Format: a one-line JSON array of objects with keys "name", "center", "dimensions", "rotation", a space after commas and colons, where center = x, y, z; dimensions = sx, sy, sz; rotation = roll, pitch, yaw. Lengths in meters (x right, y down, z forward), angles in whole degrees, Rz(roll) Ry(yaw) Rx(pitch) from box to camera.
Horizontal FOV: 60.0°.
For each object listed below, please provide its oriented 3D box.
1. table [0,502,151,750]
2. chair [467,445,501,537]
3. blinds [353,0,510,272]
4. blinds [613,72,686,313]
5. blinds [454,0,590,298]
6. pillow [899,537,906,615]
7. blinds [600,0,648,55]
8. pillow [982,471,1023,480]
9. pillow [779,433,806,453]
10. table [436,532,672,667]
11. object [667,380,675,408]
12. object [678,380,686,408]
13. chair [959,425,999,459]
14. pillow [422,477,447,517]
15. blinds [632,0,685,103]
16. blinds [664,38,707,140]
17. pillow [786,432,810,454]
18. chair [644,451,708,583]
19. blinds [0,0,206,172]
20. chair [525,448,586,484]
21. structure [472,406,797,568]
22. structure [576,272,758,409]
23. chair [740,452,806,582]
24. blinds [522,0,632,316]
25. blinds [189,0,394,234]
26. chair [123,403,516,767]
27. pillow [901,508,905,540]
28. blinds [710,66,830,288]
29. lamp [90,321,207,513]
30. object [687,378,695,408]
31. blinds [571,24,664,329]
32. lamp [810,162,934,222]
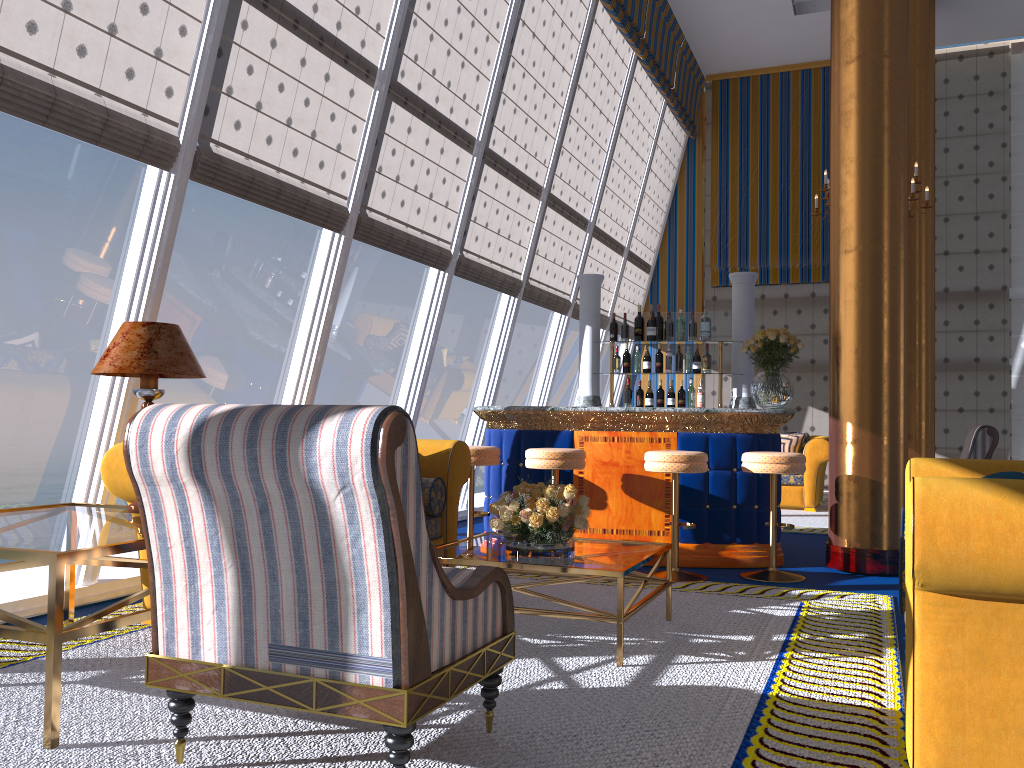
[{"name": "table", "center": [-1.652, 0.786, 3.273], "dimensions": [1.229, 0.549, 1.160], "rotation": [0, -3, 22]}, {"name": "chair", "center": [-0.281, 0.811, 6.033], "dimensions": [0.402, 0.781, 0.394], "rotation": [2, -2, -30]}, {"name": "blinds", "center": [-0.370, -2.625, 6.404], "dimensions": [0.868, 3.393, 1.375], "rotation": [0, -2, 22]}, {"name": "blinds", "center": [1.925, -2.349, 12.024], "dimensions": [0.868, 3.393, 1.375], "rotation": [0, -2, 22]}, {"name": "blinds", "center": [0.213, -2.555, 7.831], "dimensions": [0.868, 3.393, 1.375], "rotation": [0, -2, 22]}, {"name": "pillow", "center": [1.264, 0.542, 2.438], "dimensions": [0.369, 0.219, 0.217], "rotation": [0, -2, 26]}, {"name": "blinds", "center": [1.123, -4.021, 8.975], "dimensions": [0.336, 0.830, 1.536], "rotation": [0, -2, 22]}, {"name": "pillow", "center": [1.535, 0.469, 2.919], "dimensions": [0.393, 0.367, 0.457], "rotation": [2, -2, -18]}, {"name": "pillow", "center": [3.155, 0.791, 10.356], "dimensions": [0.518, 0.455, 0.330], "rotation": [0, -2, 21]}, {"name": "table", "center": [0.151, 0.937, 4.045], "dimensions": [0.967, 0.369, 0.913], "rotation": [0, -3, 22]}, {"name": "object", "center": [1.293, 0.088, 7.200], "dimensions": [0.068, 0.243, 0.068], "rotation": [1, -2, 3]}, {"name": "object", "center": [1.376, 0.092, 7.190], "dimensions": [0.065, 0.244, 0.065], "rotation": [1, -2, 3]}, {"name": "chair", "center": [4.128, 0.870, 8.398], "dimensions": [0.778, 0.966, 0.800], "rotation": [0, -2, 22]}, {"name": "pillow", "center": [-0.574, 0.623, 4.963], "dimensions": [0.370, 0.219, 0.216], "rotation": [0, -2, 21]}, {"name": "blinds", "center": [1.708, -3.951, 10.410], "dimensions": [0.336, 0.830, 1.536], "rotation": [0, -2, 22]}, {"name": "blinds", "center": [2.296, -3.880, 11.849], "dimensions": [0.336, 0.830, 1.536], "rotation": [0, -2, 22]}, {"name": "pillow", "center": [3.222, 0.858, 10.543], "dimensions": [0.608, 0.609, 0.342], "rotation": [0, -2, 27]}, {"name": "chair", "center": [1.017, 0.808, 5.522], "dimensions": [0.401, 0.781, 0.396], "rotation": [2, -2, -19]}, {"name": "blinds", "center": [-1.508, -2.762, 3.616], "dimensions": [0.868, 3.393, 1.375], "rotation": [0, -2, 22]}, {"name": "chair", "center": [0.275, 0.805, 5.710], "dimensions": [0.402, 0.781, 0.394], "rotation": [2, -2, -30]}, {"name": "structure", "center": [0.825, 0.702, 6.308], "dimensions": [2.302, 1.064, 0.772], "rotation": [0, -2, 11]}, {"name": "structure", "center": [1.080, 0.186, 7.390], "dimensions": [2.301, 2.195, 0.773], "rotation": [0, -2, 13]}, {"name": "chair", "center": [1.642, 0.819, 5.578], "dimensions": [0.399, 0.781, 0.397], "rotation": [1, -2, -8]}, {"name": "blinds", "center": [0.773, -2.488, 9.202], "dimensions": [0.868, 3.393, 1.375], "rotation": [0, -2, 22]}, {"name": "blinds", "center": [-0.940, -2.694, 5.007], "dimensions": [0.868, 3.393, 1.375], "rotation": [0, -2, 22]}, {"name": "chair", "center": [-0.501, 0.547, 2.481], "dimensions": [0.788, 0.966, 0.790], "rotation": [0, -2, 22]}, {"name": "pillow", "center": [1.670, 0.587, 3.346], "dimensions": [0.374, 0.219, 0.217], "rotation": [0, -2, 26]}, {"name": "blinds", "center": [4.018, -2.828, 11.913], "dimensions": [2.641, 2.989, 0.153], "rotation": [0, -2, 21]}, {"name": "lamp", "center": [-1.518, 0.141, 3.705], "dimensions": [0.442, 0.783, 0.451], "rotation": [-1, -3, 37]}, {"name": "object", "center": [1.453, 0.082, 7.194], "dimensions": [0.069, 0.269, 0.068], "rotation": [1, -2, -18]}, {"name": "blinds", "center": [1.360, -2.417, 10.641], "dimensions": [0.868, 3.393, 1.375], "rotation": [0, -2, 22]}, {"name": "lamp", "center": [3.546, -2.733, 8.765], "dimensions": [1.060, 2.421, 1.059], "rotation": [1, -2, -1]}]
